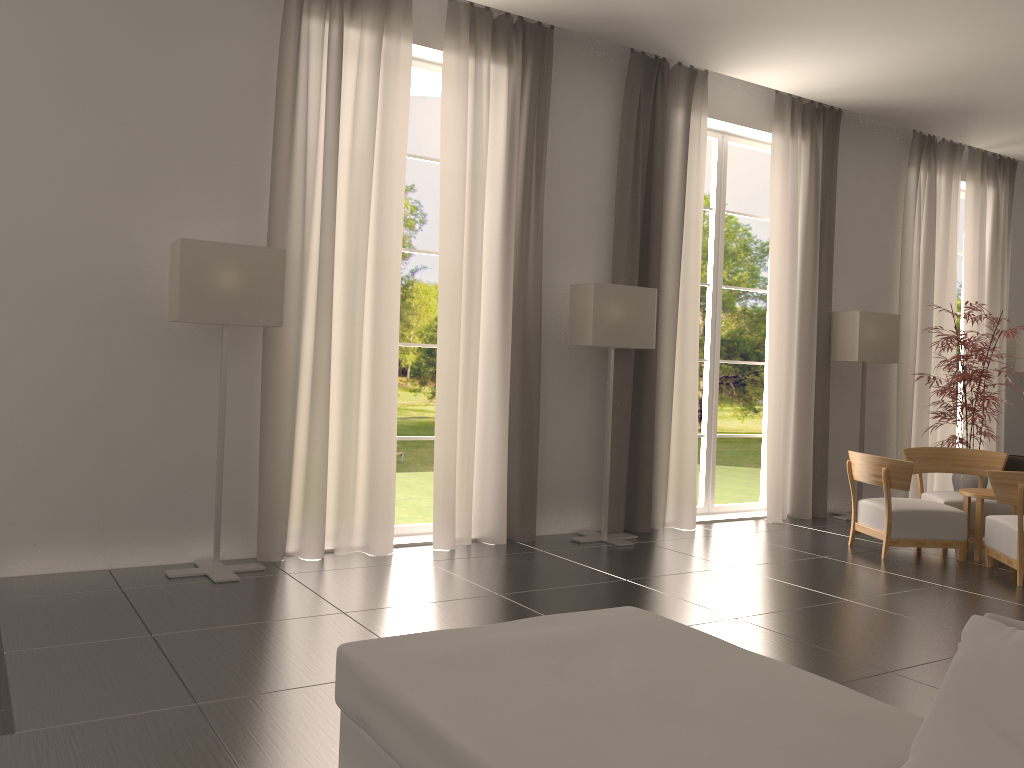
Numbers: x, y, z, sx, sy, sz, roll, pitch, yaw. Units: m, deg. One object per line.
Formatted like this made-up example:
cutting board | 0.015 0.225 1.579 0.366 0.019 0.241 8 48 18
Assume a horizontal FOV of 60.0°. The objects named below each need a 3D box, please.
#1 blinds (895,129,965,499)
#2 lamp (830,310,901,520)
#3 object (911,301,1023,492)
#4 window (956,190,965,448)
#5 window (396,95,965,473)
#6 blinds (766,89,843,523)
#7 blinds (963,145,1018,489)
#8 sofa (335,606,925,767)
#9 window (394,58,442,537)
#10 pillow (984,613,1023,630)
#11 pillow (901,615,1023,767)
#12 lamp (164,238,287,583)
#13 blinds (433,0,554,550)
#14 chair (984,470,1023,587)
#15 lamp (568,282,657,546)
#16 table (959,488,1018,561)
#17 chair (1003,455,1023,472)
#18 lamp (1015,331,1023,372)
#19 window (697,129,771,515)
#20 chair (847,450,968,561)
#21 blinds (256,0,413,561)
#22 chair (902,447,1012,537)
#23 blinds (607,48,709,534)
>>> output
blinds | 7.129 -1.093 15.173 1.549 6.432 0.415 2 0 -28
lamp | 5.447 0.489 13.771 1.000 3.179 0.908 2 0 -32
object | 6.833 0.445 13.425 1.490 3.398 1.770 2 0 43
window | 7.526 -0.782 16.141 2.642 5.750 0.110 2 0 -32
window | 17.208 -2.879 8.999 48.607 20.582 99.158 2 1 -32
blinds | 4.383 -1.175 13.470 1.549 6.432 0.417 2 0 -36
blinds | 8.569 -1.050 16.063 1.549 6.432 0.417 2 0 -36
sofa | -0.220 1.436 1.333 5.602 1.205 5.527 2 1 -32
window | -1.457 -1.049 10.576 2.642 5.750 0.110 2 0 -32
pillow | 1.660 1.079 2.600 0.549 0.577 0.919 2 1 -32
pillow | 1.540 1.055 2.528 0.585 0.598 0.802 2 1 -32
lamp | -2.825 0.244 8.646 1.000 3.179 0.908 2 0 -32
blinds | -0.240 -1.312 10.606 1.549 6.432 0.417 2 0 -36
chair | 5.902 1.546 9.739 1.452 1.227 1.150 2 0 13
lamp | 1.219 0.364 11.152 1.000 3.179 0.908 2 0 -32
table | 5.981 1.742 10.919 0.869 0.803 0.870 2 0 -9
chair | 8.359 1.654 13.370 1.499 1.076 1.538 2 1 -32
lamp | 9.864 0.620 16.508 1.000 3.179 0.908 2 0 -32
window | 3.034 -0.916 13.359 2.642 5.750 0.110 2 0 -32
chair | 4.846 1.485 11.036 1.151 1.227 1.452 2 0 -7
blinds | -1.881 -1.360 9.591 1.549 6.432 0.415 2 0 -28
chair | 6.145 1.520 12.069 1.452 1.227 1.151 2 0 3
blinds | 1.975 -1.246 11.980 1.549 6.432 0.415 2 0 -28
